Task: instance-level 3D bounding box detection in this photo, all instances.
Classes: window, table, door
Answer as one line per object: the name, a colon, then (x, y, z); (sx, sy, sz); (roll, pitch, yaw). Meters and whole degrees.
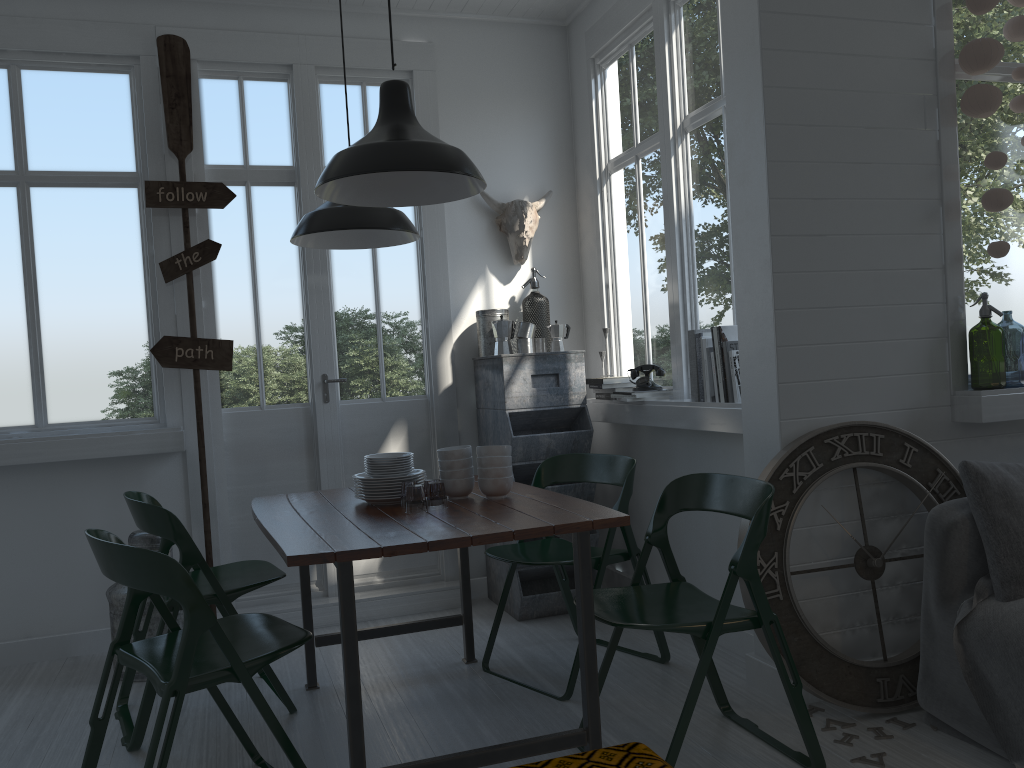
window: (0.789, -0.981, 4.634); (0.254, 2.399, 1.872); (-4, 2, -18)
table: (-0.370, 0.932, 3.529); (1.170, 0.930, 1.695); (-4, 1, -21)
window: (2.547, -1.078, 4.001); (1.481, 2.399, 0.254); (-4, 2, -18)
door: (-1.129, -0.325, 5.265); (1.609, 3.482, 0.254); (-4, 2, -18)
window: (-2.628, -0.777, 4.769); (1.481, 2.399, 0.254); (-4, 2, -18)

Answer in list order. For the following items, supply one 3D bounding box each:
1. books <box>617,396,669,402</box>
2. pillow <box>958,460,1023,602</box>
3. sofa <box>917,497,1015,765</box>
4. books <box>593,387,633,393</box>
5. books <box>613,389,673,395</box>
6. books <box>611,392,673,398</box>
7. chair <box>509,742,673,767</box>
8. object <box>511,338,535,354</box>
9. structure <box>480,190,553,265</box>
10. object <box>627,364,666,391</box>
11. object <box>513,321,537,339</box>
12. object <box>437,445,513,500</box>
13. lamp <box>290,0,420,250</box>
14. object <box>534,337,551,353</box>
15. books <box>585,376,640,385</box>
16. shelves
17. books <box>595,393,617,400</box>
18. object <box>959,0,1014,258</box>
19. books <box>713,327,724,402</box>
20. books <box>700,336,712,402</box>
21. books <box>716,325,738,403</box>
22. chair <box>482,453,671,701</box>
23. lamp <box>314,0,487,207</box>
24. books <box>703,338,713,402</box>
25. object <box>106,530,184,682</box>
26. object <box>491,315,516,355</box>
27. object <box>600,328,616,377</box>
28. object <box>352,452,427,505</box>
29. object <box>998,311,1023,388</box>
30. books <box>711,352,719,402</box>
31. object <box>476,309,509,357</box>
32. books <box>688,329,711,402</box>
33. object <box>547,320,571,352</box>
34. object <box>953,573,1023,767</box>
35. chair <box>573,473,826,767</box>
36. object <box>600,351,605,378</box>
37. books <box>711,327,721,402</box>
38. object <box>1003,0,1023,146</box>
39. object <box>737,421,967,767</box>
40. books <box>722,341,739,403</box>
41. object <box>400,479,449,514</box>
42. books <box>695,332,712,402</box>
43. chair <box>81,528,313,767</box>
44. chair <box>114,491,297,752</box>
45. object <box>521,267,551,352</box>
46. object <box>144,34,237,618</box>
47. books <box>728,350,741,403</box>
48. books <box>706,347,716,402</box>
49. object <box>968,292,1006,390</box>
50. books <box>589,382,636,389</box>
books: (0.719, 0.078, 4.897); (0.231, 0.017, 0.313); (-3, 1, -3)
pillow: (1.993, 0.521, 3.272); (0.638, 0.522, 0.278); (-4, 2, -19)
sofa: (3.638, 0.778, 2.340); (3.393, 0.899, 3.407); (-4, 1, -19)
books: (0.649, 0.032, 5.241); (0.236, 0.028, 0.299); (-4, 1, -20)
books: (0.726, 0.045, 4.901); (0.250, 0.014, 0.311); (-4, 1, -12)
books: (0.718, 0.061, 4.902); (0.231, 0.017, 0.307); (-4, 1, -20)
chair: (0.187, 1.113, 1.818); (0.419, 0.563, 0.419); (-4, 2, -18)
object: (0.071, -0.226, 5.314); (0.129, 0.096, 0.108); (-3, 1, 11)
structure: (0.052, -0.996, 5.601); (0.490, 0.471, 0.189); (-4, 2, -16)
object: (0.745, -0.036, 4.935); (0.171, 0.146, 0.203); (-4, 1, -15)
object: (0.086, -0.317, 5.314); (0.129, 0.126, 0.108); (-4, 2, -27)
object: (-0.149, 0.355, 3.604); (0.309, 0.216, 0.149); (-3, 2, 14)
lamp: (-0.835, -1.476, 4.467); (0.650, 1.500, 0.649); (-3, 2, 27)
object: (0.169, -0.233, 5.423); (0.129, 0.096, 0.108); (-3, 1, 31)
books: (0.588, -0.022, 5.221); (0.236, 0.035, 0.296); (-4, 1, -16)
shelves: (0.145, 0.577, 5.337); (0.513, 1.516, 0.679); (-4, 2, -18)
books: (0.662, 0.066, 5.234); (0.236, 0.040, 0.320); (-4, 1, -16)
object: (2.021, -1.237, 3.782); (0.197, 1.405, 0.193); (-2, 2, 32)
books: (1.036, -0.091, 4.083); (0.194, 0.353, 0.070); (-4, 2, -18)
books: (0.996, -0.072, 4.208); (0.199, 0.315, 0.025); (-4, 2, -18)
books: (1.047, -0.093, 4.055); (0.204, 0.354, 0.063); (-4, 2, -18)
chair: (0.268, 0.861, 4.210); (0.730, 1.007, 0.651); (-5, 2, -38)
lamp: (-0.465, -1.482, 3.347); (0.650, 1.500, 0.650); (-4, 2, -22)
books: (1.003, -0.067, 4.187); (0.194, 0.305, 0.040); (-4, 2, -18)
object: (-1.851, 1.114, 4.590); (0.450, 0.725, 0.450); (-5, 2, -38)
object: (-0.041, -0.291, 5.335); (0.205, 0.249, 0.130); (-4, 2, -27)
object: (0.568, -0.189, 5.301); (0.095, 0.289, 0.095); (-3, 2, 0)
object: (-0.500, 0.387, 3.636); (0.306, 0.195, 0.300); (-3, 1, 18)
object: (2.161, -0.151, 3.859); (0.137, 0.335, 0.137); (-4, 2, -11)
books: (0.993, -0.033, 4.111); (0.122, 0.240, 0.054); (-4, 2, -18)
object: (-0.115, -0.313, 5.499); (0.205, 0.290, 0.205); (-4, 2, -16)
books: (0.962, -0.090, 4.295); (0.194, 0.351, 0.065); (-4, 2, -18)
object: (0.279, -0.288, 5.363); (0.102, 0.196, 0.161); (-2, 2, 31)
object: (2.128, 0.867, 2.931); (1.213, 0.925, 1.683); (-3, 1, 22)
chair: (0.617, 0.855, 3.159); (0.730, 1.007, 0.651); (-4, 2, -18)
object: (0.564, -0.056, 5.462); (0.095, 0.289, 0.095); (-3, 2, 0)
books: (1.026, -0.092, 4.105); (0.194, 0.355, 0.049); (-4, 2, -18)
object: (2.214, -1.570, 3.842); (0.150, 1.089, 0.152); (-3, 2, 17)
object: (1.470, 0.717, 3.502); (1.110, 1.138, 0.585); (-4, 2, -33)
books: (1.047, -0.056, 4.021); (0.166, 0.283, 0.061); (-4, 2, -18)
object: (-0.338, 0.428, 3.413); (0.172, 0.098, 0.241); (-4, 1, -14)
books: (0.980, -0.081, 4.236); (0.187, 0.333, 0.060); (-4, 2, -18)
chair: (-1.052, 0.959, 2.918); (0.730, 1.007, 0.651); (-5, 2, -38)
chair: (-1.390, 0.965, 3.938); (0.730, 1.007, 0.651); (-4, 2, -28)
object: (0.152, -0.462, 5.602); (0.172, 0.552, 0.171); (-3, 2, 7)
object: (-1.753, -0.265, 4.926); (0.413, 3.423, 0.361); (-3, 2, 14)
books: (1.059, -0.035, 3.988); (0.148, 0.240, 0.058); (-4, 2, -18)
books: (0.987, -0.044, 4.141); (0.137, 0.262, 0.056); (-4, 2, -18)
object: (2.033, -0.185, 3.797); (0.136, 0.416, 0.136); (-4, 2, -21)
books: (0.618, 0.006, 5.219); (0.262, 0.028, 0.320); (-4, 1, -8)
